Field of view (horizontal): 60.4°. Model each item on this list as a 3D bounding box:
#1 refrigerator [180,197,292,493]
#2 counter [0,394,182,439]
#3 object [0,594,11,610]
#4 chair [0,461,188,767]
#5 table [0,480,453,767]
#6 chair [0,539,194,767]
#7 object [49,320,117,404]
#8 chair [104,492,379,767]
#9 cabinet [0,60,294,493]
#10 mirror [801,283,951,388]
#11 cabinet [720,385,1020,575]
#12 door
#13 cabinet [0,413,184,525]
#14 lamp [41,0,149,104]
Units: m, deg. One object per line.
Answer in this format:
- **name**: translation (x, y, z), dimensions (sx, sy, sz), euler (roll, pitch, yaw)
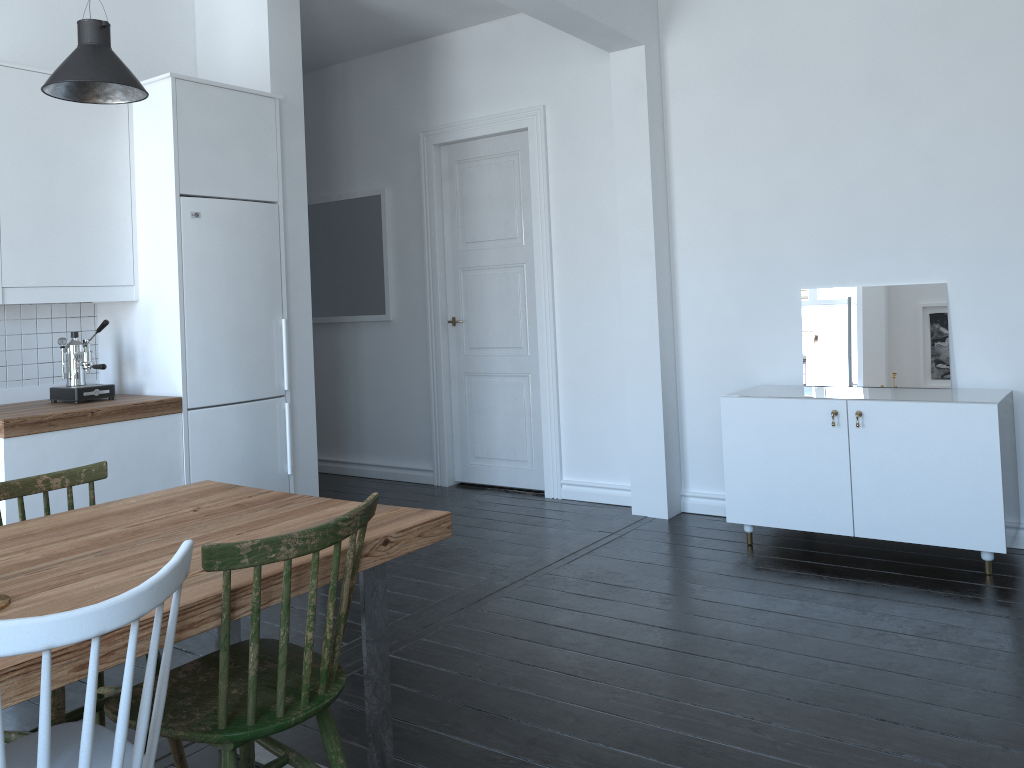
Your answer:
- **refrigerator**: translation (-1.570, -0.002, 4.462), dimensions (0.679, 1.805, 0.577), euler (-3, -1, 35)
- **counter**: translation (-2.749, 0.246, 3.015), dimensions (0.845, 0.073, 3.114), euler (1, 7, 35)
- **object**: translation (-1.019, 0.221, 1.663), dimensions (0.114, 0.411, 0.113), euler (-3, -1, -2)
- **chair**: translation (-1.173, 0.668, 2.326), dimensions (0.484, 0.829, 0.468), euler (-2, 0, 34)
- **table**: translation (-1.192, 0.789, 1.619), dimensions (1.016, 0.716, 2.237), euler (0, 5, 35)
- **chair**: translation (-0.816, 0.722, 1.481), dimensions (0.508, 0.844, 0.467), euler (-2, 0, 35)
- **object**: translation (-1.938, -0.106, 4.023), dimensions (0.352, 0.371, 0.206), euler (-1, 1, 35)
- **chair**: translation (-0.567, 0.681, 1.895), dimensions (0.484, 0.828, 0.468), euler (-2, 0, 34)
- **cabinet**: translation (-2.601, -0.133, 3.307), dimensions (0.777, 2.373, 3.806), euler (-3, 2, 39)
- **mirror**: translation (1.808, -0.239, 4.416), dimensions (0.694, 0.503, 0.054), euler (0, 0, 35)
- **cabinet**: translation (1.672, 0.412, 4.169), dimensions (1.198, 0.736, 0.592), euler (0, 2, 35)
- **door**: translation (-0.141, -0.534, 5.862), dimensions (1.038, 2.480, 0.116), euler (-3, -1, 35)
- **cabinet**: translation (-2.773, 0.678, 3.043), dimensions (0.727, 0.815, 3.197), euler (-1, 5, 44)
- **lamp**: translation (-1.660, -1.614, 3.482), dimensions (0.384, 0.941, 0.386), euler (-3, -1, 44)
